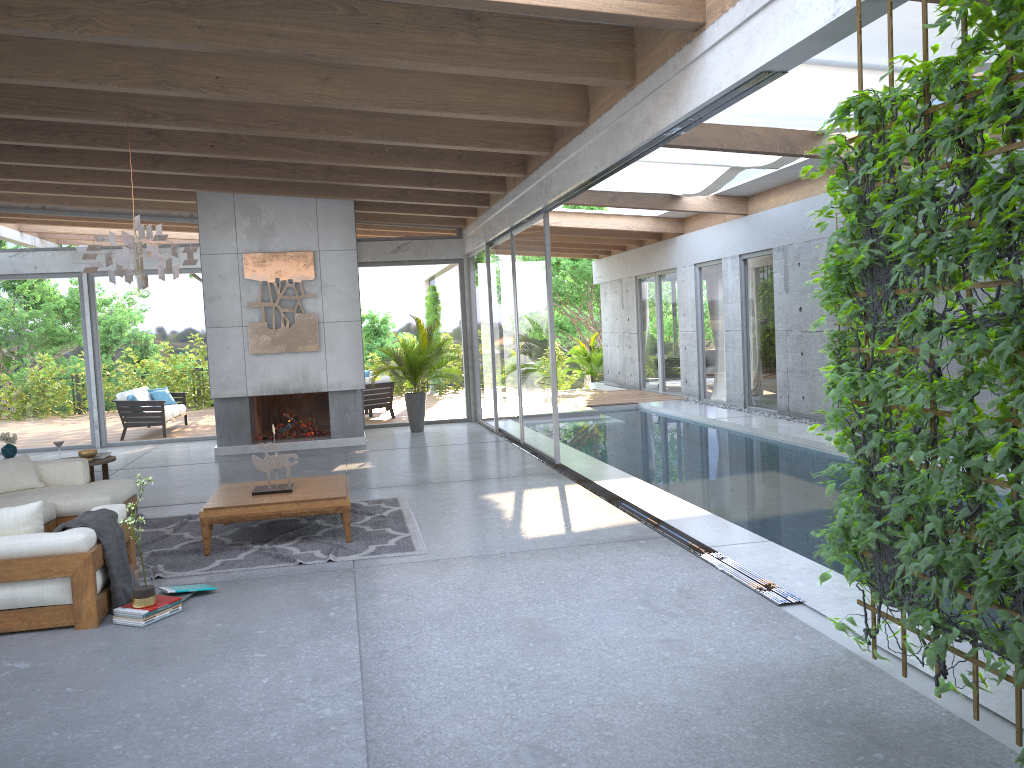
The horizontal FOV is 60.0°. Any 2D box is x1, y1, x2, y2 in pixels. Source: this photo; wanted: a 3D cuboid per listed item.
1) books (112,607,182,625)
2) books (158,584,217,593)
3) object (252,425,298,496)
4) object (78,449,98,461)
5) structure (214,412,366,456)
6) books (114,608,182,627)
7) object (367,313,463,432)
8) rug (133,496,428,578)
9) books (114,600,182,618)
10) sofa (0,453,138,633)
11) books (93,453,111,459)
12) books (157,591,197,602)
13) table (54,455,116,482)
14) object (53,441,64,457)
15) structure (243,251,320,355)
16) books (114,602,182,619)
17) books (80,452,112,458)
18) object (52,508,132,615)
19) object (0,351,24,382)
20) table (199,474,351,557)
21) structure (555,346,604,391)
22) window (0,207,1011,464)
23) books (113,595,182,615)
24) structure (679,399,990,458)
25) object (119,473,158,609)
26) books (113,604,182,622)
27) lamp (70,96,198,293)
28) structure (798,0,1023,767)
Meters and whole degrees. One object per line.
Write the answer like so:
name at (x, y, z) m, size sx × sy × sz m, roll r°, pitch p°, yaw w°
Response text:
books at (-2.034, 1.284, 4.951) m, size 0.219 × 0.012 × 0.286 m, roll -1°, pitch 4°, yaw 24°
books at (-1.965, 1.237, 5.366) m, size 0.288 × 0.074 × 0.219 m, roll -5°, pitch 4°, yaw -36°
object at (-1.838, 0.562, 6.879) m, size 0.346 × 0.518 × 0.379 m, roll -4°, pitch 4°, yaw -11°
object at (-4.088, 0.691, 8.551) m, size 0.173 × 0.097 × 0.173 m, roll -5°, pitch 4°, yaw -32°
structure at (-3.228, 0.558, 13.133) m, size 2.012 × 0.595 × 2.203 m, roll -4°, pitch 4°, yaw -11°
books at (-2.034, 1.296, 4.957) m, size 0.219 × 0.012 × 0.286 m, roll -1°, pitch 4°, yaw 24°
object at (-1.482, -0.179, 13.537) m, size 1.484 × 1.819 × 1.798 m, roll -3°, pitch 4°, yaw -4°
rug at (-2.341, 1.171, 6.846) m, size 3.186 × 0.056 × 2.187 m, roll -4°, pitch 4°, yaw -11°
books at (-2.034, 1.246, 4.959) m, size 0.219 × 0.012 × 0.286 m, roll -1°, pitch 4°, yaw 24°
sofa at (-3.586, 0.983, 6.439) m, size 1.965 × 0.777 × 3.733 m, roll -4°, pitch 4°, yaw -11°
books at (-4.127, 0.718, 8.790) m, size 0.220 × 0.015 × 0.303 m, roll -4°, pitch 4°, yaw -11°
books at (-2.026, 1.264, 5.254) m, size 0.219 × 0.012 × 0.286 m, roll -3°, pitch 4°, yaw 4°
table at (-4.221, 0.963, 8.607) m, size 0.725 × 0.441 × 0.725 m, roll 0°, pitch 5°, yaw 41°
object at (-4.284, 0.652, 8.396) m, size 0.099 × 0.212 × 0.099 m, roll -2°, pitch 4°, yaw 20°
structure at (-3.096, -1.092, 11.925) m, size 0.919 × 1.351 × 0.041 m, roll -4°, pitch 4°, yaw -11°
books at (-2.038, 1.258, 4.969) m, size 0.219 × 0.012 × 0.286 m, roll -1°, pitch 4°, yaw 24°
books at (-4.120, 0.705, 8.789) m, size 0.205 × 0.012 × 0.290 m, roll -3°, pitch 4°, yaw -6°
object at (-2.570, 1.123, 5.169) m, size 0.857 × 0.704 × 0.472 m, roll -4°, pitch 4°, yaw -14°
object at (-7.712, 0.334, 12.345) m, size 1.416 × 1.540 × 1.731 m, roll -2°, pitch 4°, yaw 8°
table at (-1.786, 0.995, 6.889) m, size 1.048 × 0.352 × 1.112 m, roll -4°, pitch 4°, yaw -11°
structure at (-7.283, 0.658, 14.264) m, size 15.587 × 3.022 × 31.708 m, roll -1°, pitch 4°, yaw 30°
window at (-1.915, -0.671, 6.482) m, size 14.294 × 3.764 × 23.280 m, roll -4°, pitch 4°, yaw -11°
books at (-2.038, 1.234, 4.962) m, size 0.219 × 0.012 × 0.286 m, roll -1°, pitch 4°, yaw 24°
structure at (4.594, 0.655, 9.982) m, size 0.477 × 0.068 × 13.673 m, roll -4°, pitch 4°, yaw -11°
object at (-2.053, 0.858, 4.856) m, size 0.171 × 0.750 × 0.238 m, roll -2°, pitch 4°, yaw 10°
books at (-2.036, 1.271, 4.955) m, size 0.219 × 0.012 × 0.286 m, roll -1°, pitch 4°, yaw 24°
lamp at (-2.845, -1.356, 6.451) m, size 0.862 × 1.400 × 0.636 m, roll 0°, pitch 4°, yaw 36°
structure at (2.886, -0.448, 6.506) m, size 2.739 × 2.687 × 10.282 m, roll -2°, pitch 4°, yaw 6°
